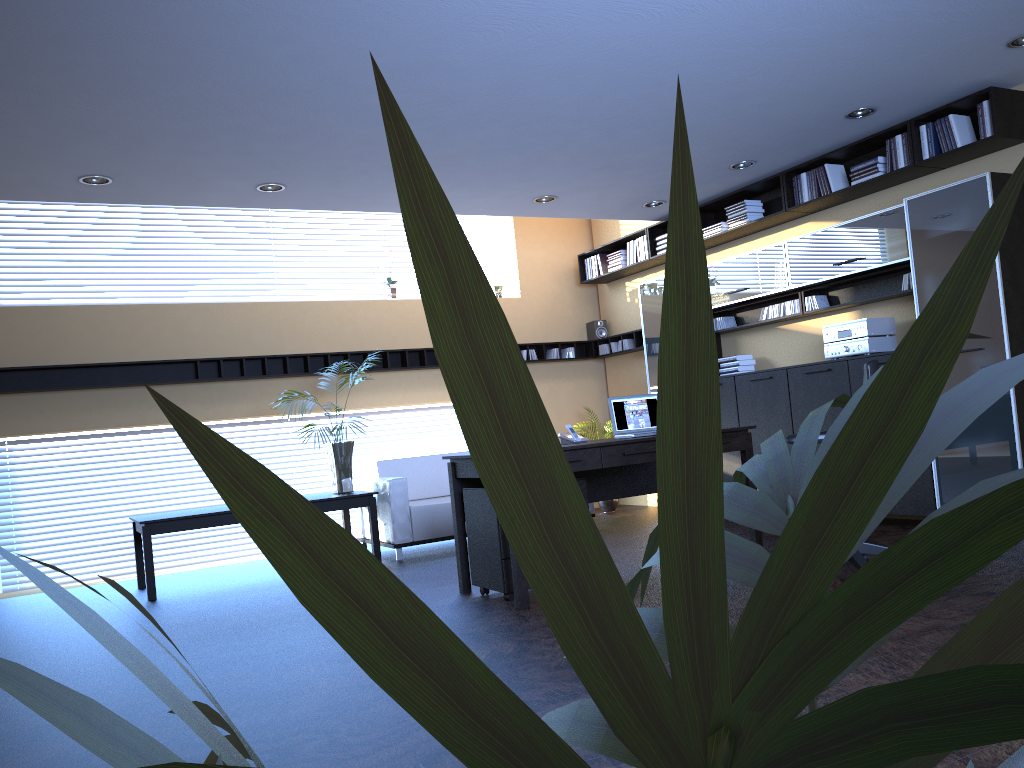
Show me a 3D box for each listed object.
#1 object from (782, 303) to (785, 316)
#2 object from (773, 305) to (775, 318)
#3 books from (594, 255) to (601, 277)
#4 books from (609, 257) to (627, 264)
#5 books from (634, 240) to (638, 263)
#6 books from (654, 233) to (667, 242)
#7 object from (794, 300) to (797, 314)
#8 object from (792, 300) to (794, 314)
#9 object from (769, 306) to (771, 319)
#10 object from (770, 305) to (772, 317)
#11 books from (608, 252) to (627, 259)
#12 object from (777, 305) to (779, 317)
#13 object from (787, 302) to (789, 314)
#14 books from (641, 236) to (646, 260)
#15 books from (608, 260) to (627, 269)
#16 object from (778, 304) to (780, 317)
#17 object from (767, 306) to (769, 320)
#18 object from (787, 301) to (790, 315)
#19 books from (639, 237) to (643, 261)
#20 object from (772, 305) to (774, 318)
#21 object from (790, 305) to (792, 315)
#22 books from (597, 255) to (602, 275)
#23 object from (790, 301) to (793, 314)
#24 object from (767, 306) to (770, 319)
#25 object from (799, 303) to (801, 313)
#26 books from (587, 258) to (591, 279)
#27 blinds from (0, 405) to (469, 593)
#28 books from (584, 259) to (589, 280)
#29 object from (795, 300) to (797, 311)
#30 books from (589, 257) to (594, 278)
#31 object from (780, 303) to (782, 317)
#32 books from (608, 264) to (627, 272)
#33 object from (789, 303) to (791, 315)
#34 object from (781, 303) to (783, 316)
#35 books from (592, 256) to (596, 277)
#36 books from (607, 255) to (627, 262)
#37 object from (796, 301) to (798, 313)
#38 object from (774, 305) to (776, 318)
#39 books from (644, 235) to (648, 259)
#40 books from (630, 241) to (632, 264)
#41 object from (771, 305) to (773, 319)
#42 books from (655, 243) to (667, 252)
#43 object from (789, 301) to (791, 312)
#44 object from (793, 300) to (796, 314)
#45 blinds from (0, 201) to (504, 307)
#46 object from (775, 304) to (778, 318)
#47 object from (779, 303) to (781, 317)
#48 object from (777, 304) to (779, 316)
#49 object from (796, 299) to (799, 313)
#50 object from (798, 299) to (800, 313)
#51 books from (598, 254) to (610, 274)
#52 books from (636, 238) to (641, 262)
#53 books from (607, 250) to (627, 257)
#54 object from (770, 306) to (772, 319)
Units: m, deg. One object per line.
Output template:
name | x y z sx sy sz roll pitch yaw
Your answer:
object | 2.457 -0.663 7.881 0.142 0.118 0.040 -4 -2 -28
object | 2.406 -0.653 7.979 0.142 0.118 0.040 -4 -2 -28
books | 1.052 -1.352 10.214 0.207 0.258 0.050 -4 -2 -29
books | 1.239 -1.374 9.891 0.207 0.028 0.259 -4 -3 -28
books | 1.409 -1.420 9.565 0.207 0.259 0.075 -4 -2 -29
books | 1.623 -1.512 9.135 0.207 0.050 0.259 -4 -3 -29
object | 2.530 -0.677 7.753 0.142 0.120 0.009 -4 -2 -28
object | 2.514 -0.675 7.768 0.142 0.120 0.009 -4 -2 -28
object | 2.385 -0.649 8.013 0.140 0.116 0.036 -4 -2 -28
object | 2.394 -0.651 8.007 0.142 0.118 0.040 -4 -2 -28
books | 1.231 -1.430 9.889 0.207 0.028 0.259 -4 -3 -29
object | 2.430 -0.658 7.935 0.142 0.118 0.040 -4 -2 -28
object | 2.488 -0.669 7.822 0.140 0.118 0.006 -4 -2 -28
books | 1.473 -1.434 9.408 0.207 0.258 0.050 -5 -2 -28
books | 1.227 -1.332 9.897 0.207 0.050 0.259 -4 -3 -29
object | 2.437 -0.659 7.916 0.142 0.118 0.040 -4 -2 -28
object | 2.370 -0.647 8.040 0.142 0.118 0.040 -4 -2 -29
object | 2.489 -0.670 7.811 0.142 0.120 0.009 -4 -2 -28
books | 1.455 -1.430 9.458 0.207 0.258 0.050 -5 -2 -28
object | 2.402 -0.652 7.988 0.140 0.116 0.036 -4 -2 -29
object | 2.504 -0.672 7.797 0.142 0.120 0.009 -4 -2 -28
books | 1.084 -1.358 10.160 0.207 0.259 0.075 -4 -2 -29
object | 2.503 -0.673 7.785 0.142 0.120 0.009 -4 -2 -28
object | 2.375 -0.648 8.031 0.142 0.118 0.040 -4 -2 -28
object | 2.552 -0.682 7.697 0.142 0.120 0.009 -4 -2 -29
books | 0.981 -1.338 10.353 0.207 0.258 0.050 -4 -2 -29
blinds | -2.290 1.039 9.278 5.386 1.366 0.047 -4 -2 -28
books | 0.953 -1.334 10.397 0.207 0.258 0.050 -5 -2 -28
object | 2.534 -0.678 7.744 0.140 0.118 0.006 -4 -2 -28
books | 0.996 -1.342 10.302 0.207 0.258 0.050 -4 -2 -29
object | 2.449 -0.661 7.900 0.142 0.118 0.040 -4 -2 -28
books | 1.233 -1.281 9.884 0.207 0.050 0.259 -4 -3 -28
object | 2.494 -0.671 7.802 0.140 0.118 0.006 -4 -2 -29
object | 2.450 -0.662 7.889 0.140 0.116 0.036 -4 -2 -28
books | 1.027 -1.348 10.260 0.207 0.258 0.050 -5 -2 -28
books | 1.214 -1.400 9.891 0.207 0.028 0.259 -4 -3 -28
object | 2.534 -0.678 7.733 0.142 0.120 0.009 -4 -2 -28
object | 2.412 -0.655 7.959 0.140 0.116 0.036 -4 -2 -29
books | 1.498 -1.439 9.363 0.207 0.258 0.050 -5 -2 -28
books | 1.365 -1.413 9.613 0.207 0.259 0.075 -5 -2 -28
object | 2.393 -0.651 7.995 0.142 0.118 0.040 -4 -2 -28
books | 1.632 -1.411 9.121 0.207 0.050 0.259 -4 -3 -29
object | 2.497 -0.671 7.804 0.142 0.120 0.009 -4 -2 -28
object | 2.521 -0.676 7.760 0.142 0.120 0.009 -4 -2 -28
blinds | -2.540 -1.523 9.341 5.386 1.460 0.039 -4 -2 -28
object | 2.420 -0.656 7.941 0.142 0.118 0.040 -4 -2 -28
object | 2.445 -0.661 7.909 0.142 0.118 0.040 -4 -2 -29
object | 2.426 -0.657 7.933 0.140 0.116 0.036 -4 -2 -28
object | 2.539 -0.679 7.724 0.142 0.120 0.009 -4 -2 -28
object | 2.545 -0.681 7.705 0.142 0.120 0.009 -4 -2 -28
books | 1.094 -1.361 10.130 0.207 0.259 0.075 -4 -2 -29
books | 1.431 -1.425 9.504 0.207 0.258 0.050 -5 -2 -28
books | 1.217 -1.457 9.907 0.207 0.028 0.259 -4 -3 -28
object | 2.392 -0.650 8.006 0.140 0.116 0.036 -4 -2 -28
